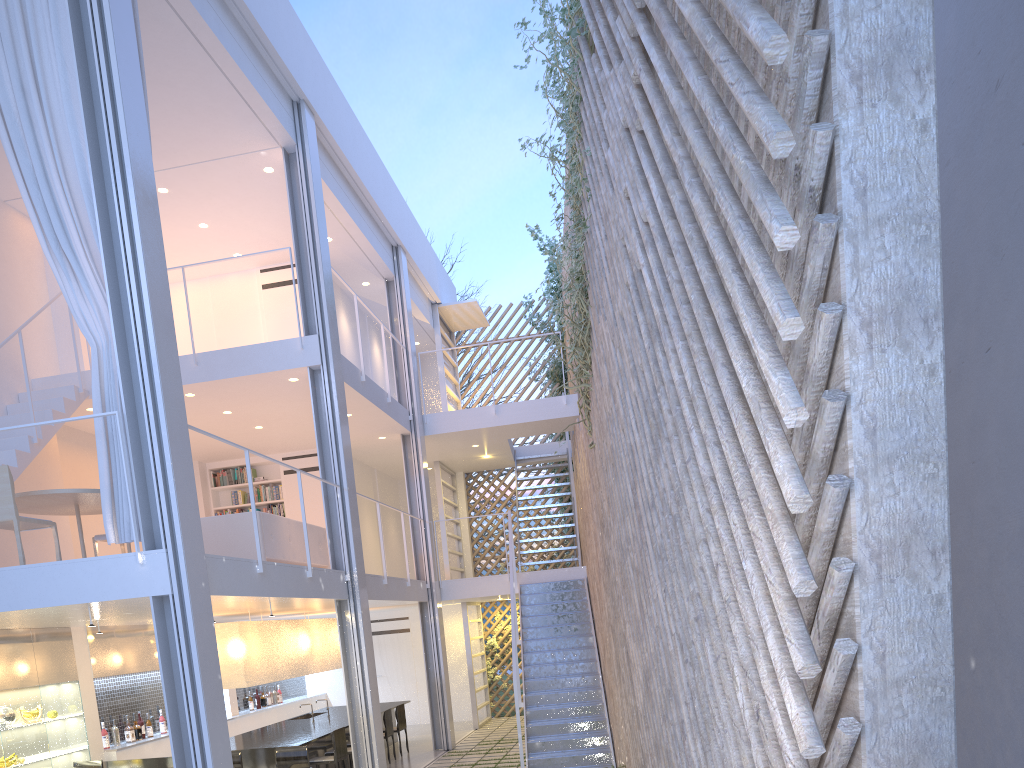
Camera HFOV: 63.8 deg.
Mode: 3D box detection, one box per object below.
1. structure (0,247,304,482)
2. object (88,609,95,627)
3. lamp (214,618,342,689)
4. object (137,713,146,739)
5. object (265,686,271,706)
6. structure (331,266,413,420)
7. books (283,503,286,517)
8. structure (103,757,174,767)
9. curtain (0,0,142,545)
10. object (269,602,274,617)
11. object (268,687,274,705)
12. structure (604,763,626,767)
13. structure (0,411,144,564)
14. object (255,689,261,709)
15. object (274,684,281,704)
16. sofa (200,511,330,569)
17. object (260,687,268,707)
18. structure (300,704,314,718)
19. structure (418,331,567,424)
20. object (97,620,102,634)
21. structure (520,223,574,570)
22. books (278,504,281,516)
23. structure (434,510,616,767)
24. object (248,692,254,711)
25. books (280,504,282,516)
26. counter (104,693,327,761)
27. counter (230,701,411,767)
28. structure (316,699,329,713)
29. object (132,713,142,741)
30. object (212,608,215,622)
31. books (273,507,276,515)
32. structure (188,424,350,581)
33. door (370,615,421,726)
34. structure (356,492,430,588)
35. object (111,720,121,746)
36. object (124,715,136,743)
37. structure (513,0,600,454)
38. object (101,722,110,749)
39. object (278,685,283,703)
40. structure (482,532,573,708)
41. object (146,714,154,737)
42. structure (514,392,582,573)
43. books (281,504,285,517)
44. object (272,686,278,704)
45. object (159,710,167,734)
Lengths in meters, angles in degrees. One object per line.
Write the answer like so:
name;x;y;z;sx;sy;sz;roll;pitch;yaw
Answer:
structure;-2.224;0.521;3.145;1.741;3.255;3.721;-5;-6;8
object;-1.762;0.976;3.440;0.029;0.079;0.028;-4;4;20
lamp;-1.737;2.039;6.337;0.451;0.408;2.375;-6;-15;7
object;-2.824;2.105;4.825;0.067;0.279;2.209;-4;-15;8
object;-2.326;2.963;7.815;0.046;0.202;0.046;-4;5;10
structure;-0.951;-0.224;5.621;0.028;0.534;1.752;-4;-14;8
books;-1.901;1.082;6.935;0.020;0.144;0.083;-4;1;8
structure;-2.378;2.583;5.284;0.560;0.369;0.011;-7;6;9
curtain;-1.695;-0.566;3.038;0.518;2.409;0.094;-5;6;6
object;-1.278;1.196;4.363;0.029;0.079;0.028;-4;4;20
object;-2.314;2.990;7.886;0.045;0.186;0.045;-9;6;-35
structure;0.556;2.103;4.312;0.269;0.257;0.265;-7;-5;16
structure;-2.105;0.892;2.455;1.375;1.771;1.453;-6;-3;8
object;-2.343;2.902;7.579;0.044;0.193;0.045;-5;5;0
object;-2.290;3.012;8.000;0.044;0.202;0.047;-9;7;-40
sofa;-1.543;1.043;5.056;0.503;0.357;1.013;-6;-13;8
object;-2.336;2.939;7.729;0.046;0.203;0.045;-4;5;8
structure;-1.692;2.691;6.766;0.113;0.123;0.034;-6;4;9
structure;-0.159;-0.043;6.501;1.148;0.567;0.026;-7;6;9
object;-2.275;1.336;4.529;0.029;0.079;0.028;-4;4;20
structure;0.649;1.012;9.178;1.123;4.476;3.323;-5;-2;6
books;-1.944;1.087;6.939;0.009;0.144;0.090;-4;0;8
structure;-0.002;1.762;5.843;1.187;1.930;1.998;-5;-5;2
object;-2.375;2.882;7.478;0.041;0.181;0.041;-7;5;-21
books;-1.927;1.087;6.937;0.010;0.140;0.089;-4;0;8
counter;-2.386;3.102;7.185;0.234;0.418;3.746;-5;-15;8
counter;-1.510;2.817;6.401;0.820;0.362;2.595;-7;-16;7
structure;-1.639;2.781;7.099;0.113;0.123;0.034;-6;4;9
object;-2.803;2.089;4.775;0.106;0.279;2.132;-4;-15;10
object;-1.609;1.242;4.418;0.029;0.079;0.028;-4;4;20
books;-1.988;1.103;6.947;0.015;0.123;0.093;-4;-2;8
structure;-1.115;0.644;3.955;0.028;0.534;1.750;-4;-14;8
door;-2.236;2.441;6.269;0.485;1.144;5.630;-4;-14;20
structure;-0.830;1.138;5.772;0.028;0.534;1.752;-4;-14;8
object;-2.847;2.063;4.668;0.046;0.279;1.927;-4;-15;9
object;-2.810;2.077;4.729;0.047;0.279;2.055;-4;-15;8
structure;0.438;-0.820;4.023;0.744;2.686;2.394;-5;-4;-1
object;-2.106;1.661;4.426;1.681;0.799;1.898;-7;-12;6
object;-2.278;3.037;8.063;0.044;0.185;0.042;-3;5;21
structure;0.144;2.521;8.611;1.152;1.989;0.283;-5;6;9
object;-2.814;2.081;4.747;0.059;0.283;2.501;-4;-15;9
structure;0.290;0.876;7.622;0.538;1.867;1.263;-5;-1;2
books;-1.916;1.084;6.937;0.011;0.144;0.086;-4;0;8
object;-2.290;3.003;7.938;0.046;0.186;0.044;-4;5;8
object;-2.593;2.504;6.100;0.044;0.185;0.042;-4;5;9
